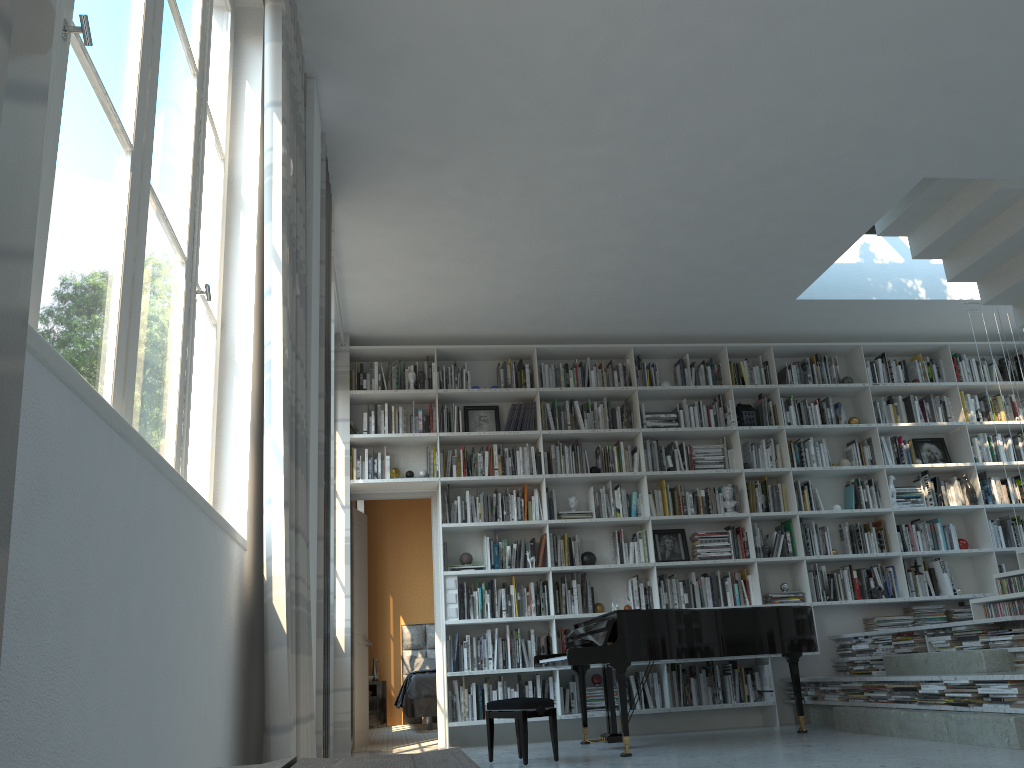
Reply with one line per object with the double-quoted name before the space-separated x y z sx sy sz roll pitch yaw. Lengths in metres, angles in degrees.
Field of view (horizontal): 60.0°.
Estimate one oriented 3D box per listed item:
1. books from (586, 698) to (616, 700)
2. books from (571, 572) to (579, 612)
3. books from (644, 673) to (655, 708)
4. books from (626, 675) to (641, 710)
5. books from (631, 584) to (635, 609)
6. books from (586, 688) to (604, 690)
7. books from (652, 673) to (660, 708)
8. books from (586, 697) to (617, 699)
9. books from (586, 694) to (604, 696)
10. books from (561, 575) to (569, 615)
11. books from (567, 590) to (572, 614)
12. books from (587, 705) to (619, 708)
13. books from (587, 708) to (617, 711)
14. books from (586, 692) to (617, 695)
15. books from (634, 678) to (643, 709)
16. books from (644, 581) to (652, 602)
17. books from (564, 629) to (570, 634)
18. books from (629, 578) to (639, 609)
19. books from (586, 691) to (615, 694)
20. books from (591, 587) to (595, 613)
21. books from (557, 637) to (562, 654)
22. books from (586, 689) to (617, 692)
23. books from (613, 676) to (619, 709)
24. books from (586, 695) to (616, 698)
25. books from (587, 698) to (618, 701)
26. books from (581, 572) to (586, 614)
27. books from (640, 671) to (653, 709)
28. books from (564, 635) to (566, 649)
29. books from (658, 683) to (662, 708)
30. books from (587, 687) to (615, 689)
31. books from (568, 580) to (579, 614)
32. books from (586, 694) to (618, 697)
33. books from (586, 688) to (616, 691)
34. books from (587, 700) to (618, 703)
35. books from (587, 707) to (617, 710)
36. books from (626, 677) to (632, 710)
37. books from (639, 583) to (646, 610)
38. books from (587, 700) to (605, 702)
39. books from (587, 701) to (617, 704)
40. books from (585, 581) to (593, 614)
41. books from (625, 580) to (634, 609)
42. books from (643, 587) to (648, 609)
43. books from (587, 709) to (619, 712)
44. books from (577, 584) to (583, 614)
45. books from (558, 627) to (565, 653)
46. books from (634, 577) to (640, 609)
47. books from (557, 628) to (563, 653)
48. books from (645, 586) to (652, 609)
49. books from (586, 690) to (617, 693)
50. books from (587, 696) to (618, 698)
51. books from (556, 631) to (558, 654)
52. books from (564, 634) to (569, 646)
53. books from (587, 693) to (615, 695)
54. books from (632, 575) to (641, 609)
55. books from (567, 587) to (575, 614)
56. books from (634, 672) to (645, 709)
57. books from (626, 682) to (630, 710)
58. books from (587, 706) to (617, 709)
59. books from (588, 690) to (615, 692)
"books" 0.663 2.434 6.853 0.254 0.007 0.161 -1 -18 -7
"books" 0.503 1.681 7.089 0.013 0.337 0.138 -1 -18 -8
"books" 1.076 2.395 6.928 0.025 0.258 0.133 -1 -18 -8
"books" 0.939 2.395 6.892 0.062 0.252 0.178 -1 -18 -8
"books" 0.956 1.728 7.132 0.015 0.224 0.148 -1 -18 -8
"books" 0.658 2.364 6.878 0.254 0.005 0.161 -1 -18 -8
"books" 1.104 2.385 6.902 0.024 0.259 0.190 -1 -18 -8
"books" 0.662 2.428 6.856 0.285 0.007 0.160 -1 -18 -7
"books" 0.658 2.405 6.862 0.254 0.005 0.161 0 -19 -9
"books" 0.422 1.687 7.052 0.014 0.312 0.166 -1 -18 -8
"books" 0.443 1.744 7.041 0.024 0.195 0.157 -1 -18 -8
"books" 0.665 2.484 6.830 0.285 0.007 0.160 1 -19 -12
"books" 0.666 2.504 6.824 0.254 0.007 0.161 -2 -18 -4
"books" 0.657 2.395 6.866 0.285 0.005 0.160 0 -19 -9
"books" 0.976 2.404 6.891 0.011 0.231 0.175 -1 -18 -8
"books" 1.103 1.723 7.171 0.019 0.241 0.108 -1 -18 -8
"books" 0.442 2.066 6.952 0.026 0.272 0.146 -1 -18 -8
"books" 0.978 1.701 7.125 0.027 0.268 0.159 -1 -18 -8
"books" 0.657 2.390 6.869 0.254 0.005 0.161 -1 -18 -8
"books" 0.630 1.736 7.077 0.023 0.211 0.160 -1 -18 -8
"books" 0.363 2.093 6.923 0.026 0.212 0.140 -1 -18 -8
"books" 0.660 2.373 6.868 0.285 0.005 0.160 0 -19 -11
"books" 0.816 2.395 6.871 0.012 0.253 0.161 -1 -18 -8
"books" 0.658 2.416 6.861 0.254 0.005 0.161 -1 -18 -8
"books" 0.664 2.438 6.843 0.285 0.007 0.160 1 -19 -13
"books" 0.566 1.678 7.073 0.050 0.327 0.167 -1 -18 -8
"books" 1.028 2.384 6.911 0.073 0.275 0.181 -1 -18 -8
"books" 0.404 2.083 6.925 0.010 0.227 0.168 -1 -18 -8
"books" 1.128 2.428 6.909 0.024 0.179 0.172 -1 -18 -8
"books" 0.658 2.359 6.880 0.254 0.005 0.161 -1 -18 -8
"books" 0.489 1.706 7.052 0.027 0.268 0.186 -1 -18 -8
"books" 0.659 2.409 6.859 0.285 0.005 0.160 0 -19 -10
"books" 0.660 2.366 6.866 0.254 0.005 0.161 1 -19 -13
"books" 0.665 2.451 6.841 0.285 0.007 0.160 1 -19 -12
"books" 0.665 2.500 6.834 0.254 0.007 0.161 -1 -18 -8
"books" 0.894 2.406 6.894 0.028 0.237 0.136 -1 -18 -8
"books" 1.030 1.724 7.126 0.029 0.220 0.153 -1 -18 -8
"books" 0.663 2.447 6.849 0.254 0.007 0.161 -1 -18 -7
"books" 0.665 2.458 6.839 0.254 0.007 0.161 1 -19 -12
"books" 0.606 1.708 7.067 0.027 0.260 0.164 -1 -18 -8
"books" 0.943 1.712 7.127 0.012 0.253 0.161 -1 -18 -8
"books" 1.058 1.742 7.145 0.031 0.194 0.142 -1 -18 -8
"books" 0.665 2.513 6.831 0.285 0.007 0.160 -1 -18 -8
"books" 0.527 1.725 7.070 0.029 0.240 0.136 -1 -18 -8
"books" 0.390 2.057 6.939 0.013 0.287 0.161 -1 -18 -8
"books" 0.994 1.701 7.142 0.010 0.276 0.156 -1 -18 -8
"books" 0.379 2.059 6.934 0.010 0.281 0.149 -1 -18 -8
"books" 1.087 1.735 7.137 0.024 0.200 0.159 -1 -18 -8
"books" 0.658 2.382 6.862 0.285 0.005 0.160 1 -19 -12
"books" 0.661 2.422 6.860 0.285 0.007 0.160 -1 -18 -8
"books" 0.337 2.070 6.933 0.023 0.265 0.135 -1 -18 -8
"books" 0.422 2.075 6.919 0.023 0.236 0.173 -1 -18 -8
"books" 0.658 2.400 6.864 0.285 0.005 0.160 -1 -18 -7
"books" 1.006 1.694 7.142 0.014 0.290 0.132 -1 -18 -8
"books" 0.466 1.733 7.043 0.021 0.214 0.172 -1 -18 -8
"books" 0.987 2.381 6.892 0.012 0.273 0.181 -1 -18 -8
"books" 0.868 2.420 6.873 0.029 0.201 0.178 -1 -18 -8
"books" 0.665 2.493 6.834 0.254 0.007 0.161 -1 -18 -7
"books" 0.660 2.377 6.865 0.254 0.005 0.161 -2 -18 -4
